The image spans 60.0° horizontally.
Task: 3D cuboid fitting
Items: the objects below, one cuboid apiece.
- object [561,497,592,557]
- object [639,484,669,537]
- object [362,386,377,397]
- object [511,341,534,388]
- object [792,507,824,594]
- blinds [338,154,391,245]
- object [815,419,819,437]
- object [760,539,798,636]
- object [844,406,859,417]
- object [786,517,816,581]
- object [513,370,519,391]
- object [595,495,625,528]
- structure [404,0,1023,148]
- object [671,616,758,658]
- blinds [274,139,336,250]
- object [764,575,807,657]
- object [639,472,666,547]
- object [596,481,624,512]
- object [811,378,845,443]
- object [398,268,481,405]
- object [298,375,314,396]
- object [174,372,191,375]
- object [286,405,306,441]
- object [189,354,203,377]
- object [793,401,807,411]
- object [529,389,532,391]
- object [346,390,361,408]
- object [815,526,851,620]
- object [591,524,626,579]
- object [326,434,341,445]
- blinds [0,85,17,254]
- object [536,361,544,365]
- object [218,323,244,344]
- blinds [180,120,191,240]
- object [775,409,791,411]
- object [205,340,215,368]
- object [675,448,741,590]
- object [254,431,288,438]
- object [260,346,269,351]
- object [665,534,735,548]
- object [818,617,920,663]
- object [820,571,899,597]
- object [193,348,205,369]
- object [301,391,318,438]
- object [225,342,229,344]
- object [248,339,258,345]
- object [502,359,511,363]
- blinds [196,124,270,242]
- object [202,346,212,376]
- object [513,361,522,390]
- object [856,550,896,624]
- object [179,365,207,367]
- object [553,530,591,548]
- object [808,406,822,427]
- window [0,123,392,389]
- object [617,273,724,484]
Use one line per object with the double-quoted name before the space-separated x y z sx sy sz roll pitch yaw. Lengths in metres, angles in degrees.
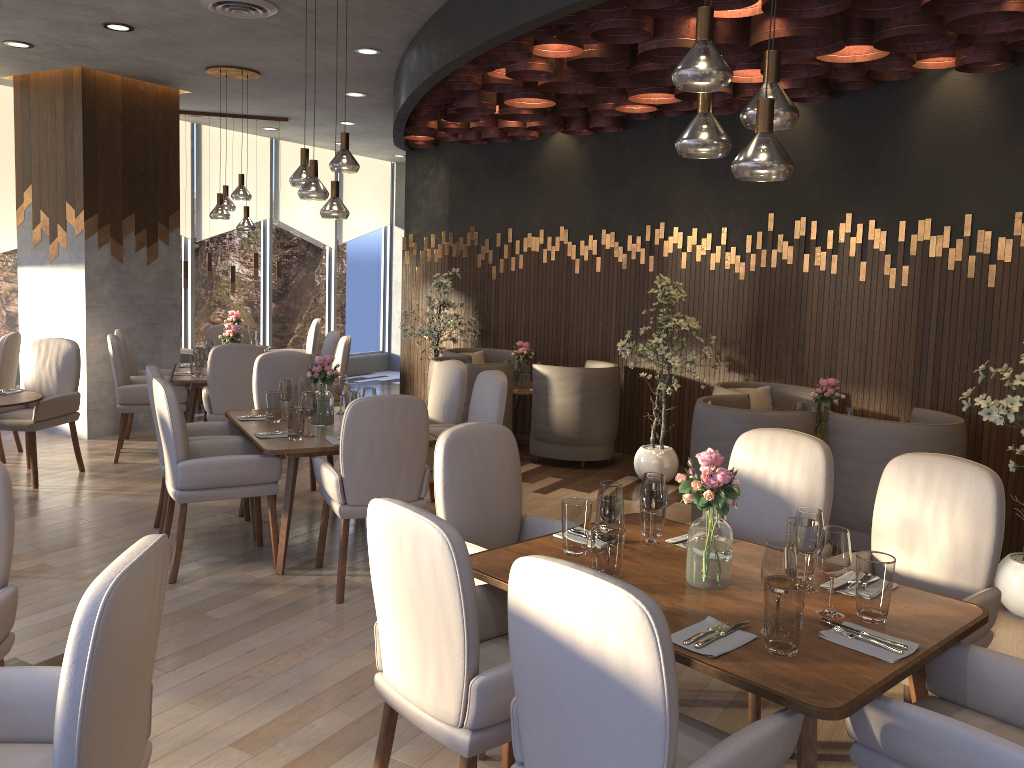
"object" 0.211 0.473 2.931 0.102 0.178 0.102 -3 8 -40
"object" 0.504 0.452 3.171 0.102 0.178 0.102 2 6 3
"object" -0.817 0.138 5.077 0.092 0.244 0.092 4 6 22
"object" 0.097 -0.179 7.959 0.210 0.414 0.198 2 6 7
"object" 0.884 0.496 2.652 0.092 0.244 0.092 2 6 -1
"blinds" -2.137 -3.358 12.996 0.007 2.672 1.175 5 6 30
"object" 1.840 0.305 5.482 0.102 0.178 0.102 3 6 15
"object" 0.693 0.533 2.308 0.092 0.244 0.092 4 6 20
"object" 2.141 0.266 5.607 0.092 0.244 0.092 2 6 3
"object" 0.903 0.515 2.762 0.102 0.178 0.102 -1 6 -26
"object" 0.010 -0.031 7.709 0.102 0.178 0.102 0 6 -12
"object" 0.299 0.469 2.721 0.092 0.244 0.092 -1 6 -24
"structure" 1.354 -2.089 5.128 2.756 0.555 9.481 -2 8 -30
"object" 0.526 0.644 2.290 0.255 0.019 0.158 -5 10 -44
"blinds" -2.767 -3.175 11.927 0.007 2.672 1.175 5 6 30
"object" 0.674 0.579 2.204 0.102 0.178 0.102 -3 7 -38
"object" 0.485 0.432 3.061 0.092 0.244 0.092 -3 7 -40
"object" 0.321 0.446 2.915 0.092 0.244 0.092 -4 8 -43
"object" 2.014 0.165 5.690 0.210 0.414 0.198 7 8 42
"object" -0.765 -0.356 8.848 0.789 1.611 0.747 6 7 36
"object" -1.277 0.072 5.492 0.092 0.244 0.092 1 6 -4
"object" -2.665 -0.091 7.346 0.255 0.019 0.158 -1 8 -17
"object" -1.149 0.208 4.708 0.102 0.178 0.102 1 6 -11
"object" -2.567 -0.150 7.203 0.102 0.178 0.102 1 6 -11
"object" 1.875 0.235 5.785 0.092 0.244 0.092 4 6 24
"object" 0.256 0.051 7.749 0.157 0.019 0.255 -4 9 -39
"object" -0.871 0.161 4.885 0.092 0.244 0.092 -4 8 -44
"object" 0.887 0.521 2.453 0.092 0.244 0.092 -3 7 -39
"object" 0.281 0.515 2.617 0.102 0.178 0.102 -3 7 -38
"object" -0.903 0.292 4.733 0.157 0.019 0.256 -2 8 -24
"blinds" -4.668 -2.555 8.714 0.007 2.672 1.175 5 6 30
"object" 0.245 -0.081 7.903 0.092 0.244 0.092 0 6 -20
"object" -2.425 -0.321 7.681 0.210 0.414 0.198 2 6 7
"blinds" -4.023 -2.965 9.775 0.007 2.672 1.175 5 6 30
"object" 1.779 0.258 5.842 0.102 0.178 0.102 5 7 33
"object" -2.670 -0.265 7.834 0.092 0.244 0.092 2 6 8
"object" 0.593 0.401 2.683 0.198 0.414 0.210 7 8 42
"object" -1.267 0.268 4.834 0.255 0.019 0.158 -2 8 -27
"object" -2.287 -0.260 8.146 0.102 0.178 0.102 3 6 10
"object" 0.646 0.546 3.096 0.255 0.019 0.158 -5 10 -42
"object" 0.905 0.654 2.299 0.157 0.019 0.255 -5 10 -41
"object" 1.045 0.609 2.686 0.255 0.019 0.158 -5 10 -42
"object" -2.735 -0.224 7.748 0.102 0.178 0.102 1 6 -11
"object" -1.099 0.164 4.803 0.092 0.244 0.092 7 8 43
"object" -2.564 -0.283 7.997 0.092 0.244 0.092 -3 7 -39
"object" -2.352 -0.284 8.056 0.092 0.244 0.092 4 6 26
"object" -0.051 -0.103 8.003 0.092 0.244 0.092 2 6 7
"blinds" -3.396 -3.059 10.852 0.007 2.672 1.175 5 6 30
"object" -2.502 -0.192 7.288 0.092 0.244 0.092 5 6 30
"object" 0.040 -0.076 7.811 0.092 0.244 0.092 2 6 4
"object" 0.993 0.559 2.434 0.102 0.178 0.102 4 6 24
"object" -2.832 -0.164 7.891 0.255 0.019 0.158 -1 8 -17
"object" 0.283 0.536 3.087 0.255 0.019 0.157 9 10 43
"object" 1.899 0.263 5.571 0.092 0.244 0.092 2 6 -1
"window" -3.744 -1.002 4.981 8.060 3.189 16.177 0 7 -15
"object" 1.201 -0.042 6.830 0.789 1.611 0.748 -2 7 -33
